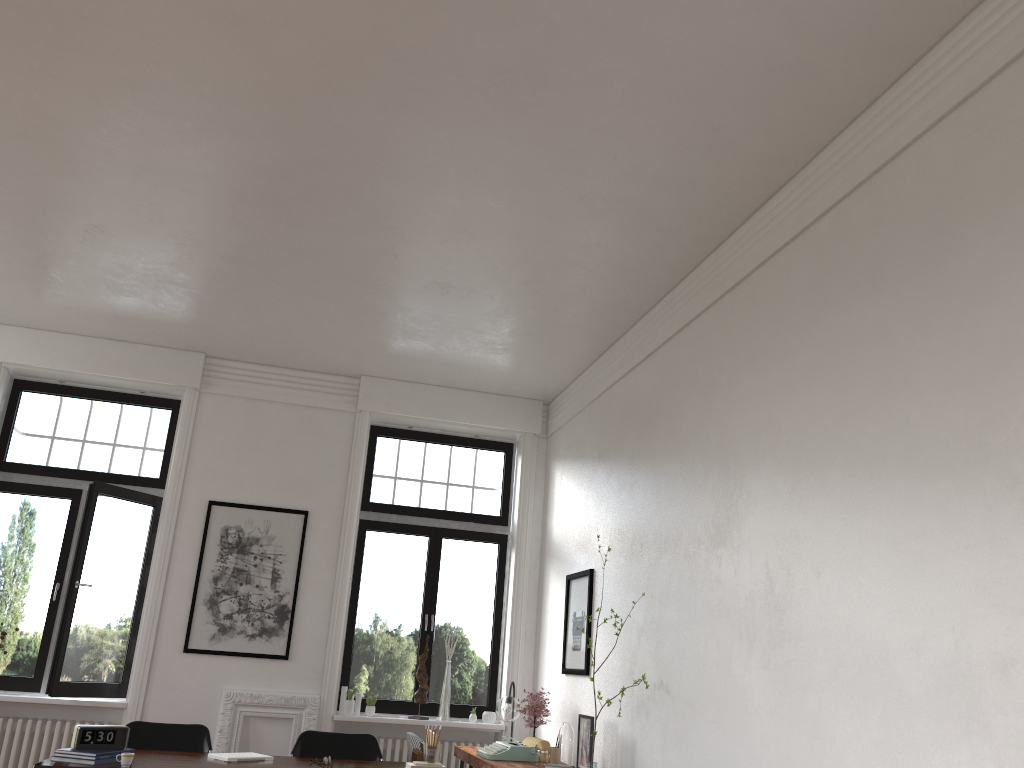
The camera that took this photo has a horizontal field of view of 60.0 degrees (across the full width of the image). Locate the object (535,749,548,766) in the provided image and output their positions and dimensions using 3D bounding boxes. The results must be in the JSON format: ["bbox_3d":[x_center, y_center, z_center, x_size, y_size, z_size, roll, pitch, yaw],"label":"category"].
[{"bbox_3d":[0.214,2.698,6.403,0.093,0.101,0.094,11,-19,-20],"label":"object"}]

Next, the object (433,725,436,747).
[{"bbox_3d":[-0.459,2.116,5.235,0.008,0.194,0.037,4,-17,-1],"label":"object"}]

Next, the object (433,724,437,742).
[{"bbox_3d":[-0.464,2.131,5.283,0.008,0.194,0.033,-6,-20,29],"label":"object"}]

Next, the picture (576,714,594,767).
[{"bbox_3d":[0.511,2.507,6.186,0.023,0.367,0.284,8,-18,-12],"label":"picture"}]

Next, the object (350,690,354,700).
[{"bbox_3d":[-1.450,2.860,7.963,0.051,0.212,0.051,-3,-18,21],"label":"object"}]

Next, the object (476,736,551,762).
[{"bbox_3d":[-0.007,2.773,6.777,0.485,0.148,0.538,9,-18,-14],"label":"object"}]

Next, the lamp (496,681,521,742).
[{"bbox_3d":[-0.016,2.774,7.413,0.207,0.546,0.444,1,-18,10],"label":"lamp"}]

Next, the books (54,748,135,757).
[{"bbox_3d":[-2.281,2.010,4.858,0.250,0.017,0.346,0,-18,11],"label":"books"}]

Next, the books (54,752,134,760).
[{"bbox_3d":[-2.282,2.026,4.853,0.250,0.017,0.346,0,-18,11],"label":"books"}]

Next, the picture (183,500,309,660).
[{"bbox_3d":[-2.347,1.738,7.887,0.883,1.315,0.036,8,-17,-12],"label":"picture"}]

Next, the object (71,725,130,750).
[{"bbox_3d":[-2.251,1.939,4.858,0.276,0.125,0.082,18,-22,-37],"label":"object"}]

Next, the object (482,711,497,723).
[{"bbox_3d":[-0.212,3.107,8.263,0.135,0.097,0.133,20,-23,-41],"label":"object"}]

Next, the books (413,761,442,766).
[{"bbox_3d":[-0.494,2.224,5.193,0.159,0.008,0.129,8,-18,-11],"label":"books"}]

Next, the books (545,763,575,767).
[{"bbox_3d":[0.317,2.672,6.188,0.213,0.031,0.130,-4,-20,23],"label":"books"}]

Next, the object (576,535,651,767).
[{"bbox_3d":[0.660,1.964,5.738,0.354,2.045,0.810,14,-20,-30],"label":"object"}]

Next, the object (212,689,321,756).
[{"bbox_3d":[-2.093,3.152,7.450,0.830,1.056,0.235,8,-17,-12],"label":"object"}]

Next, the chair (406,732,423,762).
[{"bbox_3d":[-0.541,3.047,6.500,0.548,0.894,0.720,10,-18,-19],"label":"chair"}]

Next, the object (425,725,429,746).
[{"bbox_3d":[-0.499,2.121,5.253,0.049,0.192,0.008,7,-17,-8],"label":"object"}]

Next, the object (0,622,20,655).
[{"bbox_3d":[-4.401,2.257,7.374,0.543,0.596,0.318,19,-23,-40],"label":"object"}]

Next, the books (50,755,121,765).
[{"bbox_3d":[-2.295,2.049,4.857,0.264,0.026,0.349,0,-18,11],"label":"books"}]

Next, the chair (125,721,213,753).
[{"bbox_3d":[-2.338,2.676,5.734,0.753,0.867,0.750,8,-18,-12],"label":"chair"}]

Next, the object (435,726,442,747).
[{"bbox_3d":[-0.445,2.124,5.254,0.044,0.193,0.008,-1,-18,17],"label":"object"}]

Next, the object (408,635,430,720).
[{"bbox_3d":[-0.822,2.685,8.140,0.165,0.749,0.143,-5,-19,28],"label":"object"}]

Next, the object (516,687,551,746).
[{"bbox_3d":[0.179,2.729,7.202,0.290,0.525,0.310,-6,-20,30],"label":"object"}]

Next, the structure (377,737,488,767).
[{"bbox_3d":[-0.895,3.617,7.991,1.454,0.773,0.226,8,-17,-12],"label":"structure"}]

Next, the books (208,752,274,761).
[{"bbox_3d":[-1.659,2.285,5.428,0.231,0.026,0.327,-11,-24,40],"label":"books"}]

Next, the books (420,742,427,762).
[{"bbox_3d":[-0.550,2.316,5.517,0.041,0.156,0.129,8,-18,-12],"label":"books"}]

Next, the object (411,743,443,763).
[{"bbox_3d":[-0.529,2.303,5.476,0.150,0.165,0.229,8,-18,-12],"label":"object"}]

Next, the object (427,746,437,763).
[{"bbox_3d":[-0.476,2.188,5.239,0.058,0.090,0.058,12,-19,-25],"label":"object"}]

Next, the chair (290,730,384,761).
[{"bbox_3d":[-1.201,2.841,5.988,0.753,0.867,0.750,8,-18,-12],"label":"chair"}]

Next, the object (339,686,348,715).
[{"bbox_3d":[-1.518,2.845,7.971,0.051,0.237,0.051,-3,-18,21],"label":"object"}]

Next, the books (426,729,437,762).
[{"bbox_3d":[-0.502,2.284,5.518,0.043,0.238,0.311,8,-18,-12],"label":"books"}]

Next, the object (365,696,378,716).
[{"bbox_3d":[-1.273,2.907,8.024,0.097,0.184,0.099,1,-17,9],"label":"object"}]

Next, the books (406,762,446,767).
[{"bbox_3d":[-0.504,2.237,5.174,0.208,0.028,0.165,9,-19,-14],"label":"books"}]

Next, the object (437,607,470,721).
[{"bbox_3d":[-0.537,2.574,8.220,0.296,1.047,0.291,7,-17,-10],"label":"object"}]

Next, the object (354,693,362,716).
[{"bbox_3d":[-1.381,2.875,7.952,0.051,0.187,0.051,-3,-18,21],"label":"object"}]

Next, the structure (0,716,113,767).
[{"bbox_3d":[-4.060,3.159,7.285,1.454,0.773,0.226,8,-17,-12],"label":"structure"}]

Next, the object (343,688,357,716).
[{"bbox_3d":[-1.442,2.820,7.884,0.103,0.243,0.098,16,-21,-34],"label":"object"}]

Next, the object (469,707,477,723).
[{"bbox_3d":[-0.356,3.042,8.152,0.072,0.133,0.072,0,-18,12],"label":"object"}]

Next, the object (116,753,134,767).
[{"bbox_3d":[-2.057,2.000,4.719,0.082,0.064,0.065,2,-18,7],"label":"object"}]

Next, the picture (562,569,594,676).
[{"bbox_3d":[0.539,1.945,7.227,0.050,0.811,0.637,8,-18,-12],"label":"picture"}]

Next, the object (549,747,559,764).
[{"bbox_3d":[0.316,2.754,6.570,0.058,0.113,0.076,8,-18,-12],"label":"object"}]

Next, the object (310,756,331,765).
[{"bbox_3d":[-1.162,2.323,5.481,0.133,0.047,0.115,-10,-23,38],"label":"object"}]

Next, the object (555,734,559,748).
[{"bbox_3d":[0.326,2.713,6.601,0.008,0.206,0.054,-11,-22,40],"label":"object"}]

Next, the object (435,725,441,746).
[{"bbox_3d":[-0.446,2.127,5.265,0.038,0.193,0.008,0,-17,13],"label":"object"}]

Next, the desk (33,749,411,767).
[{"bbox_3d":[-1.511,2.596,5.117,2.227,0.747,1.035,8,-18,-12],"label":"desk"}]

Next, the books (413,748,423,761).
[{"bbox_3d":[-0.586,2.318,5.461,0.029,0.124,0.222,8,-18,-12],"label":"books"}]

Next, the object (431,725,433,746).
[{"bbox_3d":[-0.473,2.116,5.231,0.008,0.192,0.049,1,-17,10],"label":"object"}]

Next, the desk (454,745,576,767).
[{"bbox_3d":[0.021,3.205,6.623,0.648,0.753,1.808,8,-18,-12],"label":"desk"}]

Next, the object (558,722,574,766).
[{"bbox_3d":[0.390,2.599,6.385,0.111,0.300,0.112,-3,-18,22],"label":"object"}]

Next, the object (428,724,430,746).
[{"bbox_3d":[-0.492,2.129,5.278,0.008,0.192,0.049,20,-23,-41],"label":"object"}]
